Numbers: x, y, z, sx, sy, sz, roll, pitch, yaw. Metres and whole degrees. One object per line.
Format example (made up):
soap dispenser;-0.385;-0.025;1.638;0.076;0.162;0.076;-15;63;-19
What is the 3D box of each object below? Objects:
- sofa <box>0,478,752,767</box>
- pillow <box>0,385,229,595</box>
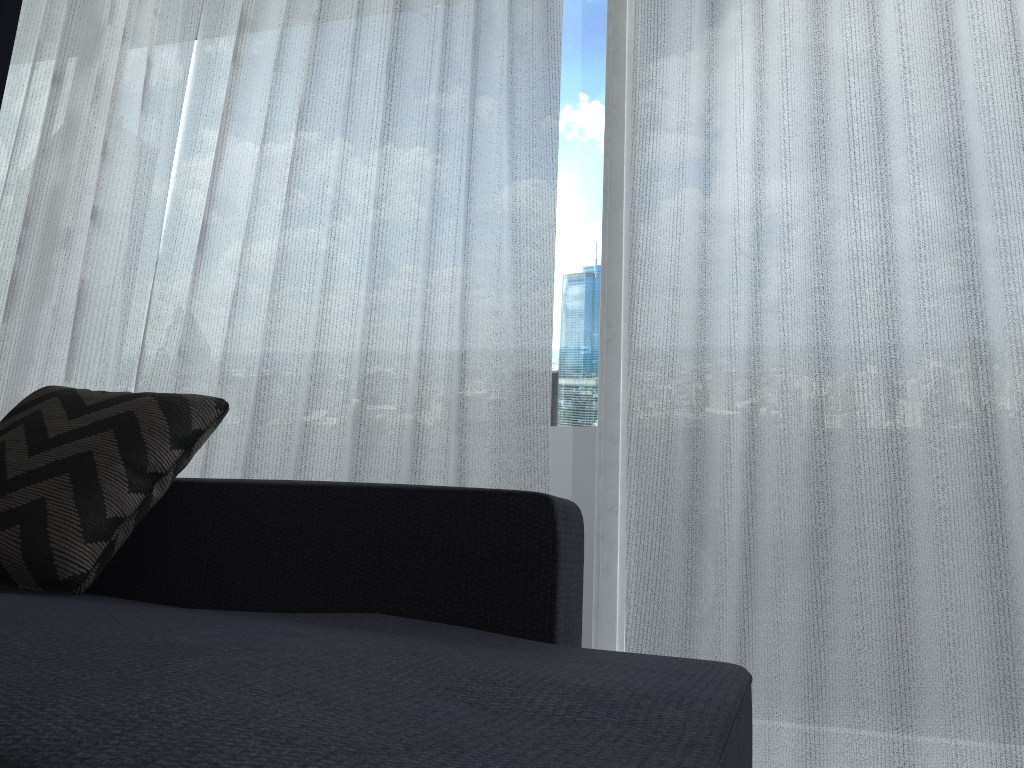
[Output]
sofa;-0.967;0.098;0.228;1.897;0.622;2.815;-1;-12;17
pillow;-0.719;0.146;1.399;0.414;0.352;0.280;-2;-15;22
